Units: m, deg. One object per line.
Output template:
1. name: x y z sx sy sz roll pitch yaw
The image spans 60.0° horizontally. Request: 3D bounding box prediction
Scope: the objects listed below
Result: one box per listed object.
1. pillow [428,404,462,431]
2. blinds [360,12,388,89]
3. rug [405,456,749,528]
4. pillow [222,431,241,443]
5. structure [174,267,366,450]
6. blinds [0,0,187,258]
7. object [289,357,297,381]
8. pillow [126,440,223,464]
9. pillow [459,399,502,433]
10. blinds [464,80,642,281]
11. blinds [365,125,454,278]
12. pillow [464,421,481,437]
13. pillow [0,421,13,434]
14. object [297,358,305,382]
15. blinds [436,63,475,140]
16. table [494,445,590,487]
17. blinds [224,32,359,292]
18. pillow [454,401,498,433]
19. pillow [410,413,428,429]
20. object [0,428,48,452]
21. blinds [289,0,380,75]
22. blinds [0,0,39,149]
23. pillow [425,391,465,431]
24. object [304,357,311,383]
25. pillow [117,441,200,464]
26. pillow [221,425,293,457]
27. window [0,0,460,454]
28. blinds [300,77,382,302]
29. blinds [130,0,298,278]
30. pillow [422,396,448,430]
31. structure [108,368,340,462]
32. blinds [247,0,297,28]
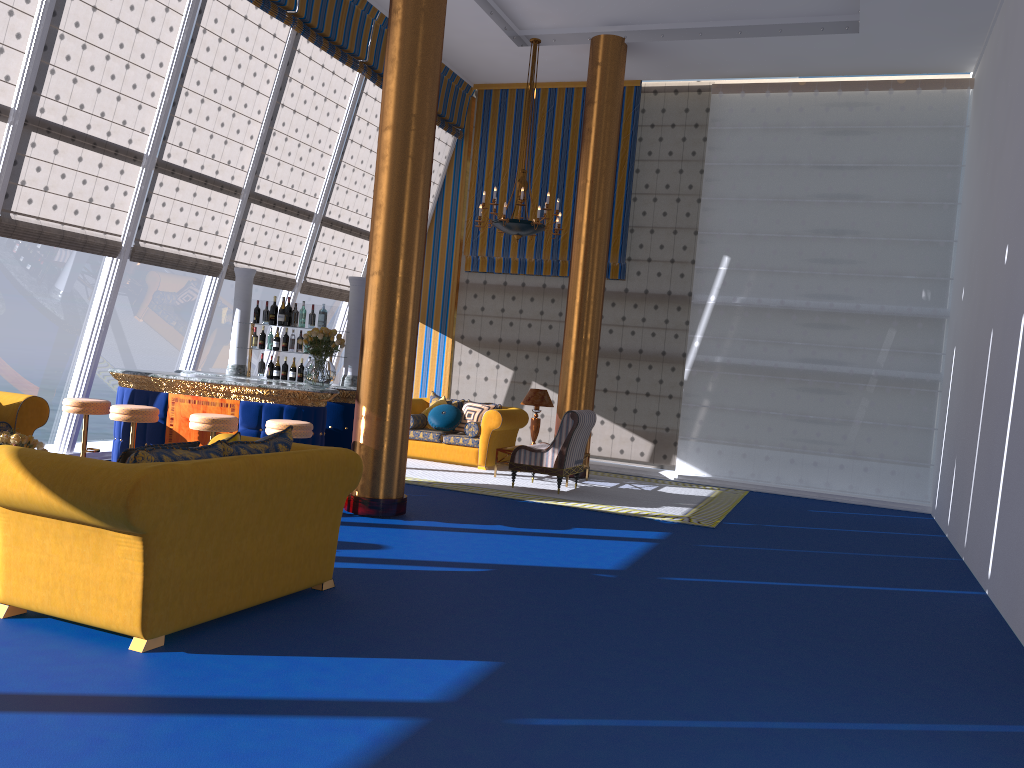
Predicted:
1. pillow: -0.934 0.468 12.331 0.463 0.367 0.388 5 1 -19
2. blinds: -1.602 -4.352 12.124 0.336 0.830 1.535 6 1 21
3. rug: -0.263 1.172 11.563 6.212 0.011 3.618 6 1 20
4. pillow: -1.672 0.501 5.011 0.230 0.491 0.616 6 1 26
5. structure: -2.480 -0.085 9.350 2.302 2.196 0.772 5 2 11
6. blinds: -3.697 -2.931 8.160 0.868 3.395 1.374 6 2 21
7. object: -2.258 -0.155 9.160 0.068 0.244 0.068 5 2 2
8. pillow: -1.723 0.584 4.446 0.336 0.610 0.619 6 2 26
9. pillow: -0.455 0.542 12.587 0.608 0.610 0.342 6 2 25
10. blinds: 0.588 -3.157 13.747 2.642 2.991 0.153 6 2 20
11. blinds: -1.538 -2.844 13.835 0.868 3.395 1.374 6 2 21
12. pillow: -0.467 0.613 12.087 0.213 0.219 0.376 6 1 25
13. pillow: -4.117 0.382 6.917 0.370 0.219 0.216 6 1 20
14. object: -2.175 -0.144 9.152 0.065 0.244 0.065 5 2 2
15. blinds: -1.049 -4.330 13.576 0.336 0.830 1.535 6 1 21
16. table: 0.401 1.048 11.447 0.968 0.369 0.913 6 1 20
17. blinds: -2.622 -2.888 10.986 0.868 3.395 1.374 6 2 21
18. pillow: -0.513 0.482 12.395 0.518 0.456 0.329 6 2 20
19. pillow: -1.373 0.524 12.450 0.213 0.219 0.380 6 1 25
20. object: -3.399 0.473 5.932 0.454 0.388 0.504 5 1 2
21. blinds: -2.153 -4.374 10.675 0.336 0.830 1.535 6 1 21
22. blinds: -4.234 -2.952 6.750 0.868 3.395 1.374 6 2 21
23. pillow: -1.005 0.457 12.779 0.595 0.673 0.357 6 2 28
24. object: -2.097 -0.148 9.158 0.069 0.269 0.068 5 2 -19
25. pillow: -1.906 0.509 4.503 0.325 0.456 0.525 6 1 20
26. pillow: -1.514 0.561 5.003 0.351 0.673 0.606 6 2 29
27. window: -4.321 -2.062 7.591 1.607 5.857 15.573 6 1 21
28. blinds: -2.069 -2.866 12.439 0.868 3.395 1.374 6 2 21
29. blinds: -3.149 -2.909 9.601 0.868 3.395 1.374 6 2 21
30. pillow: -1.013 0.414 12.615 0.606 0.492 0.234 6 2 25
31. structure: -2.753 0.479 8.297 2.303 1.065 0.772 5 1 9
32. blinds: -2.706 -4.396 9.221 0.336 0.830 1.535 6 1 21
